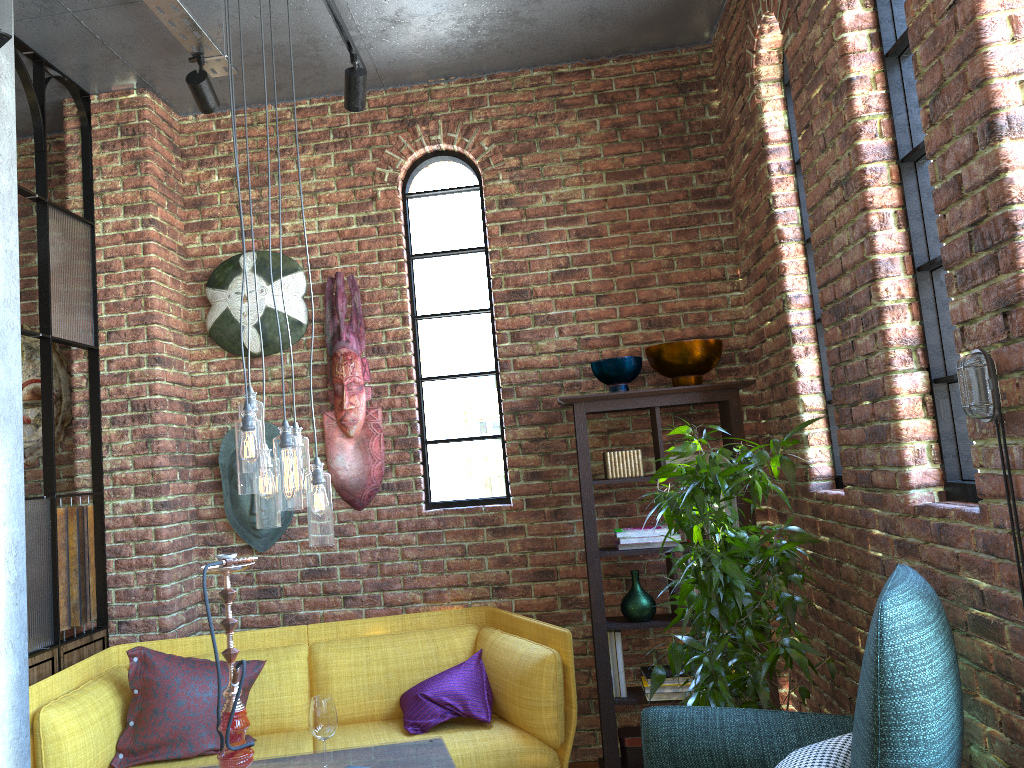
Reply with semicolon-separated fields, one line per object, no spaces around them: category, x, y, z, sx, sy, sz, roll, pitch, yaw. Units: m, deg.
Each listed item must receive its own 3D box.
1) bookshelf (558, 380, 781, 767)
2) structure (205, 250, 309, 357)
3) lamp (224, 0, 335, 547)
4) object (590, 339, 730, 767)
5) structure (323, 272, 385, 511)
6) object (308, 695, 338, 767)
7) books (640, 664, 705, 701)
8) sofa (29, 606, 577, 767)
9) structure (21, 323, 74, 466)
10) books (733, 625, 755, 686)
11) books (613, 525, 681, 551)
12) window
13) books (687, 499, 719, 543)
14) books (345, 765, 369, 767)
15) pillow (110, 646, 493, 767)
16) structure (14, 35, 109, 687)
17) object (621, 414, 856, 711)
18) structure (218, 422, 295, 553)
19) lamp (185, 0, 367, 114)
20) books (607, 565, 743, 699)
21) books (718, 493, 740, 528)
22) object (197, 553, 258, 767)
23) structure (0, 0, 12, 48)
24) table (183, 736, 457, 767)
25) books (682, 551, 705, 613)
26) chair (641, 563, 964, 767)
bookshelf;0.685;0.861;3.758;0.825;1.674;0.312;-6;-7;7
structure;-1.257;-0.395;4.313;0.537;0.523;0.145;-6;-7;7
lamp;-0.905;-0.536;2.860;0.523;2.128;0.276;-9;-8;30
object;0.688;0.714;3.760;0.610;1.768;0.325;-5;-7;0
structure;-0.777;0.037;4.253;0.216;1.151;0.236;0;-9;-39
object;-0.582;1.089;2.728;0.095;0.229;0.086;-11;-9;42
books;0.701;1.247;3.696;0.307;0.088;0.240;-5;-5;7
sofa;-0.797;1.418;3.529;1.966;0.766;0.799;-4;-6;-9
structure;-2.500;0.052;4.444;0.595;0.729;0.125;-6;-7;7
books;0.966;1.134;3.702;0.085;0.274;0.187;-6;-6;3
books;0.581;0.661;3.794;0.272;0.080;0.176;-5;-5;6
window;0.271;-0.466;1.746;3.302;2.438;8.846;-2;-6;-30
books;0.812;0.553;3.793;0.125;0.259;0.161;-6;-6;4
books;-0.410;1.161;2.561;0.283;0.028;0.154;-7;-6;29
pillow;-0.829;1.224;3.590;1.483;0.455;0.402;-4;-6;-5
structure;-4.110;0.153;0.724;5.936;3.338;5.923;-4;-6;-12
object;0.730;0.855;2.892;0.709;1.534;0.876;-3;-7;-17
structure;-1.221;0.485;4.212;0.372;0.642;0.102;-6;-7;8
lamp;-3.818;-1.239;1.122;6.325;0.275;7.135;-5;-5;4
books;0.695;1.008;3.747;0.592;0.577;0.188;-5;-7;5
books;0.913;0.543;3.771;0.080;0.259;0.175;-6;-6;3
object;-0.810;0.849;2.517;0.168;0.707;0.260;-5;-7;-5
structure;-1.782;-1.285;2.961;0.158;0.269;0.192;1;-9;-45
table;-0.592;1.445;2.545;0.923;0.510;0.758;-4;-6;-10
books;0.794;0.848;3.752;0.086;0.274;0.170;-6;-6;3
chair;0.534;1.020;2.125;1.072;1.102;0.774;-8;-7;29
